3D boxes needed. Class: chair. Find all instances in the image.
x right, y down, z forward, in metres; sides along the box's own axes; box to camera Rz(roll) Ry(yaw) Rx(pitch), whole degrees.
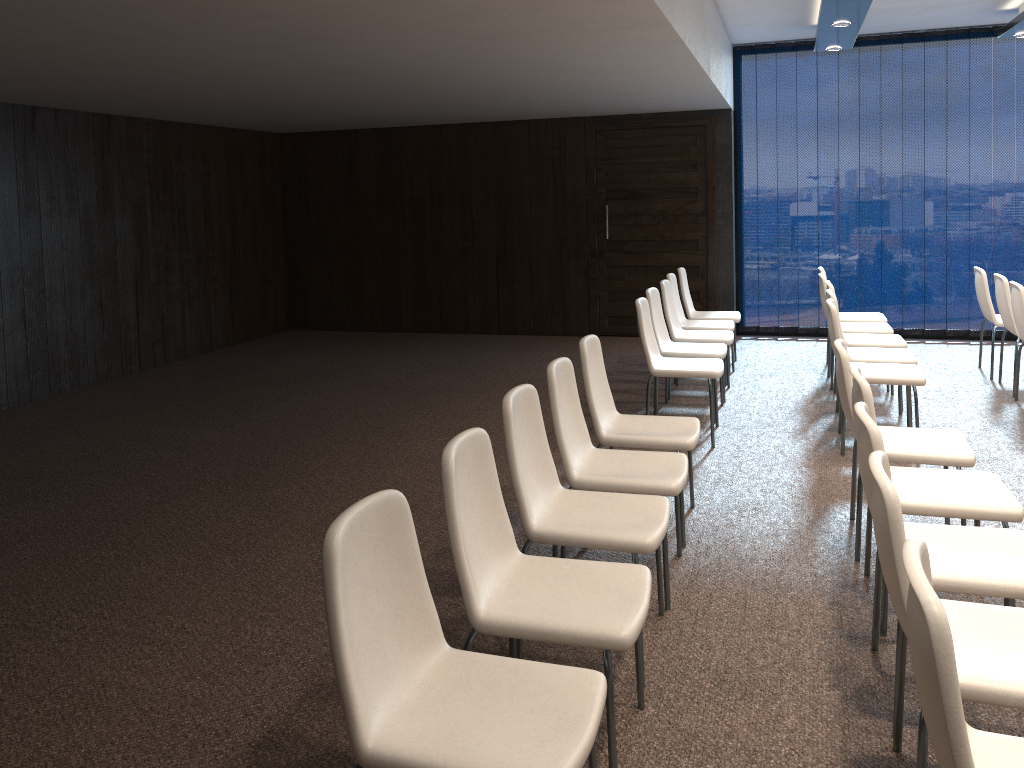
[{"bbox_3d":[1.561,0.398,3.272,0.558,0.890,0.539,0,6,16],"label":"chair"},{"bbox_3d":[3.782,-0.263,6.095,0.558,0.890,0.539,1,6,20],"label":"chair"},{"bbox_3d":[0.109,0.602,2.499,0.558,0.890,0.539,0,6,16],"label":"chair"},{"bbox_3d":[2.223,-0.067,5.372,0.558,0.890,0.539,0,6,19],"label":"chair"},{"bbox_3d":[0.269,0.470,3.098,0.558,0.890,0.539,0,6,17],"label":"chair"},{"bbox_3d":[-0.092,0.727,1.938,0.558,0.890,0.539,1,6,20],"label":"chair"},{"bbox_3d":[1.097,-0.110,5.721,0.558,0.890,0.539,0,6,16],"label":"chair"},{"bbox_3d":[2.976,-0.576,7.670,0.558,0.890,0.539,0,6,18],"label":"chair"},{"bbox_3d":[4.151,-0.525,7.279,0.558,0.890,0.539,0,6,19],"label":"chair"},{"bbox_3d":[3.991,-0.392,6.676,0.558,0.890,0.539,0,6,19],"label":"chair"},{"bbox_3d":[0.619,0.224,4.214,0.558,0.890,0.539,0,6,17],"label":"chair"},{"bbox_3d":[2.778,-0.447,7.093,0.558,0.890,0.539,0,6,18],"label":"chair"},{"bbox_3d":[1.724,0.264,3.880,0.558,0.890,0.539,0,6,19],"label":"chair"},{"bbox_3d":[1.259,-0.241,6.316,0.558,0.890,0.539,1,6,20],"label":"chair"},{"bbox_3d":[1.802,-0.614,8.005,0.558,0.890,0.539,0,6,17],"label":"chair"},{"bbox_3d":[2.418,-0.187,5.915,0.558,0.890,0.539,0,6,17],"label":"chair"},{"bbox_3d":[1.456,-0.368,6.890,0.558,0.890,0.539,0,6,18],"label":"chair"},{"bbox_3d":[1.000,0.778,1.557,0.558,0.890,0.539,1,6,20],"label":"chair"},{"bbox_3d":[0.442,0.354,3.624,0.558,0.890,0.539,0,6,16],"label":"chair"},{"bbox_3d":[1.352,0.528,2.689,0.558,0.890,0.539,0,6,16],"label":"chair"},{"bbox_3d":[2.617,-0.318,6.503,0.558,0.890,0.539,0,6,17],"label":"chair"},{"bbox_3d":[1.606,-0.493,7.459,0.558,0.890,0.539,0,6,17],"label":"chair"},{"bbox_3d":[1.174,0.649,2.142,0.558,0.890,0.539,0,6,20],"label":"chair"}]

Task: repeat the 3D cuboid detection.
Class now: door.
[{"bbox_3d":[1.536,-1.704,9.625,1.400,2.378,0.272,0,4,18],"label":"door"}]

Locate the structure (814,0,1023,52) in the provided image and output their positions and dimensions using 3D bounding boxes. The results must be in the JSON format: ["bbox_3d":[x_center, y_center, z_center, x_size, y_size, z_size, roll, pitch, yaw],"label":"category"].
[{"bbox_3d":[7.984,-2.253,2.715,13.150,0.227,8.220,2,13,18],"label":"structure"}]
